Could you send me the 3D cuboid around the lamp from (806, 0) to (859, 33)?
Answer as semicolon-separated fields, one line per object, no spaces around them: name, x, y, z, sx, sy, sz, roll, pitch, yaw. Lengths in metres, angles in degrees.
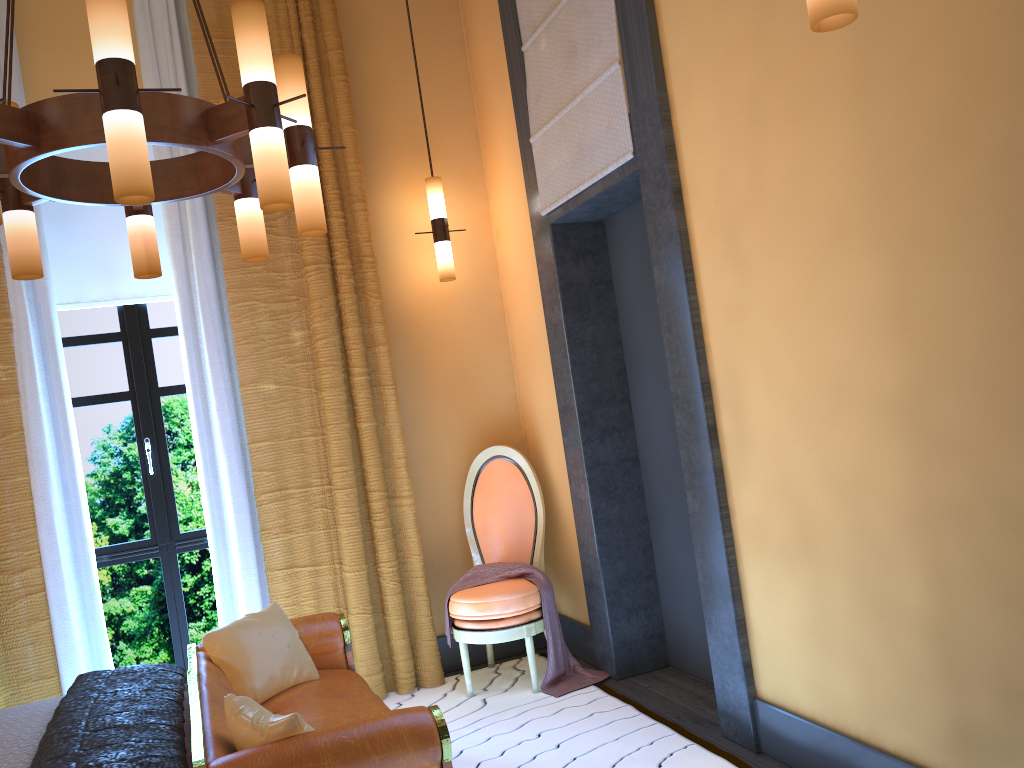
lamp;0.574;-0.950;1.686;0.199;0.532;0.199;-8;0;24

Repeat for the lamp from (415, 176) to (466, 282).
lamp;-0.371;-0.800;4.593;0.199;0.532;0.199;-8;0;24

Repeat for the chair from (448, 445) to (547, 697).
chair;-0.070;0.894;4.382;0.500;1.147;0.632;-8;0;12

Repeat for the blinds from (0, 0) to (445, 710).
blinds;-1.777;-0.366;4.075;2.448;4.146;0.134;-8;0;-21

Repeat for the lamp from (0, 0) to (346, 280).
lamp;-1.201;-1.465;2.507;1.141;2.168;1.141;-8;0;2

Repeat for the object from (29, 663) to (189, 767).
object;-1.183;1.031;2.648;0.404;0.104;1.462;-8;-1;-21

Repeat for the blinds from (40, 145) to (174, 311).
blinds;-1.972;-0.831;4.447;1.199;0.873;0.013;-8;0;-21

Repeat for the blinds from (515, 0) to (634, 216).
blinds;0.195;-1.602;3.760;0.042;1.576;0.896;-8;0;-21

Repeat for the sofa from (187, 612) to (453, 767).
sofa;-0.677;1.209;2.915;0.650;0.640;1.617;-8;-1;-21

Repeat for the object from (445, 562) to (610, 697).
object;0.048;1.156;4.301;0.804;0.572;0.428;-9;-1;27

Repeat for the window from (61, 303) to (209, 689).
window;-1.821;0.222;4.457;1.199;3.000;0.130;-8;0;-21

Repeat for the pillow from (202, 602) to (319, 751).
pillow;-1.520;1.080;3.176;2.631;0.407;1.146;-9;-1;21

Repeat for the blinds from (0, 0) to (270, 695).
blinds;-1.838;-0.332;4.138;2.048;4.075;0.237;-8;0;-23

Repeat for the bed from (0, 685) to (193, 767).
bed;-1.918;1.239;2.366;2.104;0.824;1.890;-8;-1;-21

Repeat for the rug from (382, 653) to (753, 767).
rug;-0.935;1.560;2.531;3.698;0.016;3.391;-8;-1;-21
